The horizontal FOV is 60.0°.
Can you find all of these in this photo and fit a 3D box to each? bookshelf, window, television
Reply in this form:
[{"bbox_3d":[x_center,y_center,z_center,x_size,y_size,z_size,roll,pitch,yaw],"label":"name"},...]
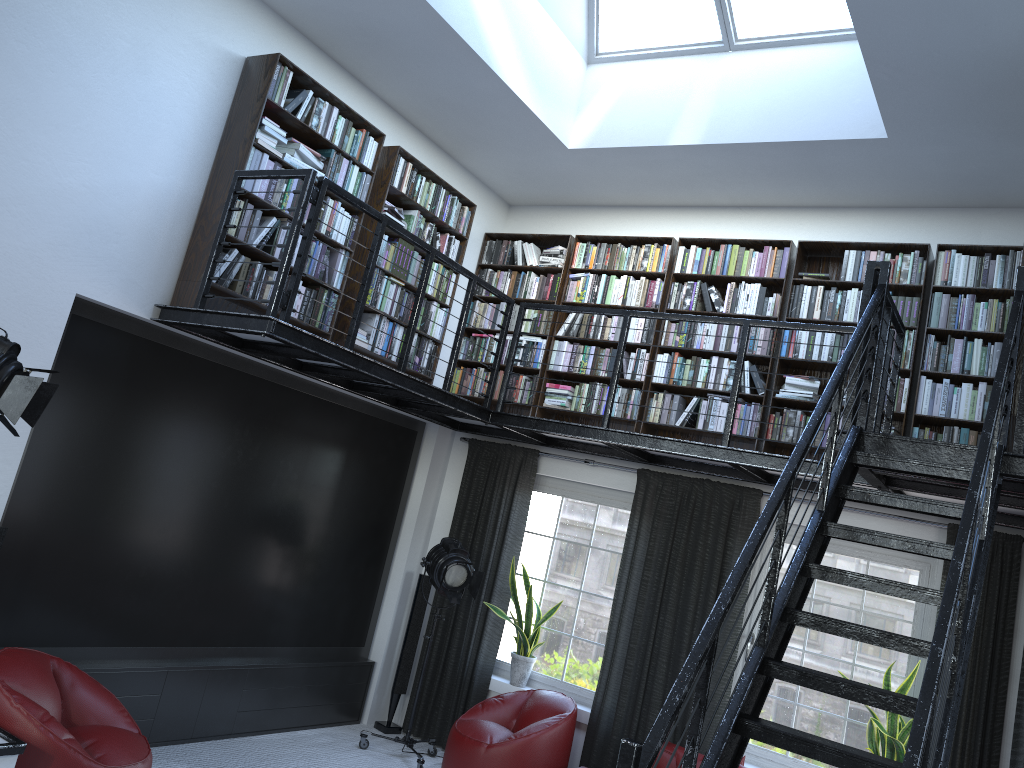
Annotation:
[{"bbox_3d":[0.843,-0.597,5.343,4.485,1.627,3.062,7,-11,32],"label":"bookshelf"},{"bbox_3d":[2.079,1.787,5.820,1.169,1.616,0.132,7,-12,32],"label":"window"},{"bbox_3d":[-1.803,1.090,5.849,0.117,2.443,3.324,6,-12,32],"label":"television"},{"bbox_3d":[0.394,1.562,6.893,1.169,1.616,0.132,7,-12,32],"label":"window"}]

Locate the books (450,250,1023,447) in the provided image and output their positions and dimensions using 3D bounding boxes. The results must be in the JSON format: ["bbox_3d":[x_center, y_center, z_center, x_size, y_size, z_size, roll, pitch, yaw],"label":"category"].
[{"bbox_3d":[1.277,-0.460,6.095,4.445,1.438,1.274,7,-11,34],"label":"books"}]

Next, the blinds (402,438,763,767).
[{"bbox_3d":[0.420,1.728,6.568,2.513,2.401,0.124,7,-12,32],"label":"blinds"}]

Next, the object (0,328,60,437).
[{"bbox_3d":[-2.303,0.517,3.558,0.543,1.589,0.608,15,-11,-13],"label":"object"}]

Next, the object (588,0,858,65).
[{"bbox_3d":[1.299,-2.734,5.707,2.226,0.638,1.175,7,-11,32],"label":"object"}]

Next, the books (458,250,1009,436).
[{"bbox_3d":[1.532,-0.335,6.487,4.445,1.421,0.225,7,-12,32],"label":"books"}]

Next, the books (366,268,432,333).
[{"bbox_3d":[0.942,-0.629,5.451,4.393,1.414,1.160,7,-11,32],"label":"books"}]

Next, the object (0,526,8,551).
[{"bbox_3d":[-2.620,1.260,4.108,0.158,1.229,0.156,10,-11,13],"label":"object"}]

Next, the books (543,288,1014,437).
[{"bbox_3d":[1.818,-0.145,6.270,3.399,1.129,0.238,7,-12,32],"label":"books"}]

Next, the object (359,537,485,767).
[{"bbox_3d":[0.462,2.104,6.126,2.911,1.589,0.747,10,-11,17],"label":"object"}]

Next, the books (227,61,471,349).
[{"bbox_3d":[-1.107,-1.013,6.117,0.315,1.432,2.187,6,-12,33],"label":"books"}]

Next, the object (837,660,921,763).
[{"bbox_3d":[2.204,2.078,5.315,0.554,0.946,0.521,9,-11,21],"label":"object"}]

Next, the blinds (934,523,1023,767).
[{"bbox_3d":[2.519,1.881,4.435,0.528,2.395,1.735,10,-10,14],"label":"blinds"}]

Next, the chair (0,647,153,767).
[{"bbox_3d":[-2.054,1.651,4.035,0.831,0.716,0.824,11,-10,12],"label":"chair"}]

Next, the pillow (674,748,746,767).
[{"bbox_3d":[1.718,2.431,4.734,0.980,0.404,1.949,15,-9,-15],"label":"pillow"}]

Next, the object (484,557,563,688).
[{"bbox_3d":[-0.024,1.786,6.762,0.554,0.946,0.522,4,-14,43],"label":"object"}]

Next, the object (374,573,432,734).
[{"bbox_3d":[-0.843,2.133,7.064,0.156,1.229,0.157,22,-14,-41],"label":"object"}]

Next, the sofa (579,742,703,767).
[{"bbox_3d":[0.854,2.385,4.153,2.547,0.660,3.251,8,-10,32],"label":"sofa"}]

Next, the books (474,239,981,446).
[{"bbox_3d":[1.526,-0.326,6.482,4.451,1.405,0.240,7,-12,33],"label":"books"}]

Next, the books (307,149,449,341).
[{"bbox_3d":[0.773,-0.562,5.246,4.345,1.147,1.585,8,-11,32],"label":"books"}]

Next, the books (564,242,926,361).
[{"bbox_3d":[1.596,-0.609,6.550,2.642,0.833,0.211,7,-12,32],"label":"books"}]

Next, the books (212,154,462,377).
[{"bbox_3d":[0.661,-0.762,5.016,4.386,1.418,2.186,8,-11,32],"label":"books"}]

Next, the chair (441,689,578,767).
[{"bbox_3d":[-0.018,2.432,6.013,0.829,0.716,0.826,14,-10,-6],"label":"chair"}]

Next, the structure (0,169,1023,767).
[{"bbox_3d":[0.092,0.821,4.405,4.498,3.376,4.576,7,-11,32],"label":"structure"}]
